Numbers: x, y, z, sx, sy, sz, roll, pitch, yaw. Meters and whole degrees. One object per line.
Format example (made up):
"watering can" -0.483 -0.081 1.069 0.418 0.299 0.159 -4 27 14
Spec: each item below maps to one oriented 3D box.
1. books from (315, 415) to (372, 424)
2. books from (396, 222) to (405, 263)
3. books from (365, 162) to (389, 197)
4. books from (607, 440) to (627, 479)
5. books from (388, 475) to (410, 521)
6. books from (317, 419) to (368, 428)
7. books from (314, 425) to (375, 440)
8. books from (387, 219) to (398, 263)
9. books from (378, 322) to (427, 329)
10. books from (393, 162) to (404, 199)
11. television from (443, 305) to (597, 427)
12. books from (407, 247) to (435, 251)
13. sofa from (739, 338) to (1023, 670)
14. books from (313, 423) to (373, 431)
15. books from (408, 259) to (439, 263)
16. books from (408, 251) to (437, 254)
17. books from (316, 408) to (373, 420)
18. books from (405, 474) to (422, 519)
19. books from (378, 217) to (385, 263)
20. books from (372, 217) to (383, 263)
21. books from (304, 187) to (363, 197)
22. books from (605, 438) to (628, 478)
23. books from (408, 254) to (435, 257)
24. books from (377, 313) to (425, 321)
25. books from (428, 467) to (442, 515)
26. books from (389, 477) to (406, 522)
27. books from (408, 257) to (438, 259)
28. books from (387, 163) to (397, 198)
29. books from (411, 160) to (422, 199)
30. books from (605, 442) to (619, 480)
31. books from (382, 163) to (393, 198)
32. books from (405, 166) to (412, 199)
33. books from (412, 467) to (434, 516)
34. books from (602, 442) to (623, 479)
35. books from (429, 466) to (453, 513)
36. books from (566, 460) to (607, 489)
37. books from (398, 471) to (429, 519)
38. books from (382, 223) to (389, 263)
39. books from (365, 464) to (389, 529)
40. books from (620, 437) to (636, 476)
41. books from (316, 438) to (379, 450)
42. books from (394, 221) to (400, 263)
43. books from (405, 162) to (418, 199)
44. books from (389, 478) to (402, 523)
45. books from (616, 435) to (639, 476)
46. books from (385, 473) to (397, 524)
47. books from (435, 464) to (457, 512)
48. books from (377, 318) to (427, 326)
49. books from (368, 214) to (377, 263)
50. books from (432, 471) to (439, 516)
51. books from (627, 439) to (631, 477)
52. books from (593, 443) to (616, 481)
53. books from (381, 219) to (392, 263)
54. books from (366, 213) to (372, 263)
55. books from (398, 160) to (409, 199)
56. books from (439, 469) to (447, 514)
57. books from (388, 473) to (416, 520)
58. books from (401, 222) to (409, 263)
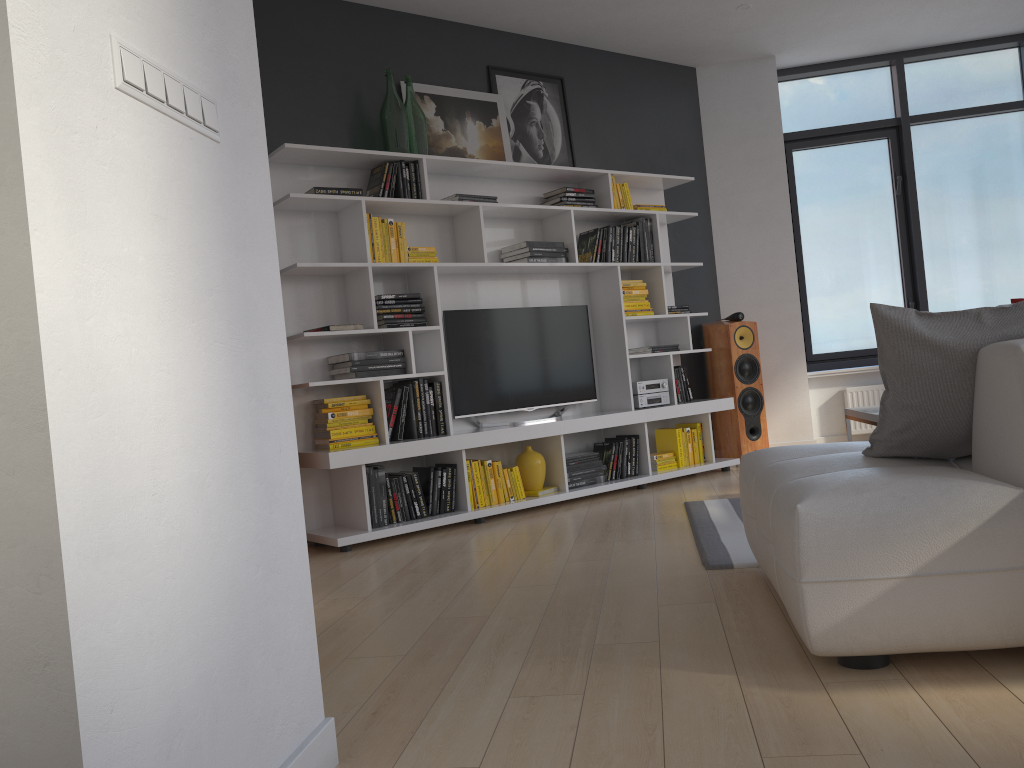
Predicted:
"books" -0.899 0.189 4.708 0.251 0.019 0.180 -6 0 -36
"books" -0.656 -0.764 4.920 0.024 0.234 0.172 -6 0 -36
"books" -0.746 -1.096 4.875 0.096 0.213 0.166 -6 0 -38
"books" 0.663 0.480 5.648 0.069 0.242 0.172 -6 0 -35
"books" -0.614 0.607 4.718 0.050 0.242 0.169 -6 0 -37
"books" -0.896 0.210 4.686 0.228 0.024 0.152 -6 0 -32
"books" -0.885 0.257 4.699 0.255 0.044 0.198 -6 0 -36
"books" -0.701 -0.768 4.890 0.035 0.250 0.185 -6 0 -36
"books" -0.628 -0.311 4.889 0.263 0.026 0.189 -6 0 -38
"books" -0.655 -1.107 4.935 0.021 0.221 0.156 -6 0 -36
"television" 0.074 -0.118 5.455 1.102 0.704 0.207 -6 0 -36
"books" -0.549 -0.747 5.000 0.186 0.026 0.138 -6 0 -36
"sofa" 2.496 0.127 3.019 3.424 0.732 2.614 -6 0 9
"books" -0.899 0.228 4.709 0.263 0.015 0.198 -6 0 -33
"books" -0.532 -0.676 4.991 0.190 0.033 0.147 -6 0 -36
"books" -0.536 -0.728 4.992 0.187 0.014 0.134 -6 0 -36
"books" -0.892 0.161 4.713 0.250 0.035 0.185 -6 0 -33
"books" -0.569 0.603 4.755 0.066 0.242 0.177 -6 0 -37
"books" -0.758 -0.767 4.854 0.015 0.263 0.199 -6 0 -36
"books" -0.781 -0.762 4.834 0.044 0.255 0.198 -6 0 -36
"books" -0.954 -0.992 4.696 0.268 0.046 0.208 -6 0 -33
"books" 0.665 0.472 5.682 0.075 0.254 0.192 -6 0 -37
"books" -0.531 -0.713 4.976 0.169 0.018 0.113 -6 0 -35
"books" -0.650 -0.362 4.902 0.266 0.030 0.209 -6 0 -38
"books" -0.452 0.585 4.868 0.075 0.254 0.192 -6 0 -37
"books" -0.636 0.613 4.711 0.049 0.236 0.170 -6 0 -36
"books" -0.536 -0.699 4.995 0.196 0.011 0.148 -6 0 -36
"books" -0.693 -1.101 4.905 0.074 0.212 0.154 -6 0 -37
"books" -0.567 -1.123 4.993 0.019 0.230 0.174 -6 0 -36
"books" 0.595 0.490 5.630 0.096 0.234 0.187 -6 0 -36
"books" -0.723 -1.097 4.898 0.087 0.214 0.171 -6 0 -36
"books" -0.615 -1.103 4.964 0.021 0.200 0.147 -6 0 -36
"books" -0.491 0.586 4.843 0.066 0.260 0.197 -6 0 -36
"books" 0.628 0.486 5.637 0.081 0.233 0.169 -6 0 -37
"books" -0.399 0.581 4.905 0.084 0.249 0.191 -6 0 -36
"books" 0.375 0.559 5.496 0.343 0.137 0.277 -6 0 -41
"books" -0.544 0.596 4.779 0.083 0.249 0.191 -6 0 -36
"books" -0.729 -0.752 4.848 0.024 0.229 0.156 -6 0 -37
"books" -0.766 0.587 4.637 0.128 0.321 0.259 -6 0 -36
"books" 0.718 0.469 5.719 0.084 0.249 0.191 -6 0 -36
"books" -0.869 0.317 4.689 0.270 0.029 0.204 -6 0 -31
"books" -0.678 -0.764 4.909 0.023 0.239 0.169 -6 0 -36
"books" -0.593 -1.113 4.982 0.038 0.218 0.169 -6 0 -36
"books" -0.659 0.615 4.702 0.053 0.240 0.189 -6 0 -36
"books" 0.744 0.461 5.740 0.066 0.260 0.197 -6 0 -36
"books" -0.689 0.602 4.686 0.053 0.268 0.202 -6 0 -37
"books" -0.373 0.574 4.926 0.066 0.260 0.197 -6 0 -36
"books" -0.631 -0.336 4.891 0.270 0.025 0.189 -6 0 -37
"books" -0.807 -0.767 4.810 0.025 0.270 0.213 -6 0 -36
"books" -0.456 0.593 4.833 0.069 0.242 0.172 -6 0 -35
"books" 0.691 0.476 5.693 0.068 0.243 0.179 -6 0 -38
"books" 0.571 0.492 5.606 0.104 0.234 0.182 -6 0 -36
"books" -0.724 -0.766 4.876 0.019 0.251 0.180 -6 0 -36
"books" -0.823 -0.765 4.787 0.029 0.270 0.204 -6 0 -36
"books" -0.639 -1.115 4.953 0.025 0.232 0.176 -6 0 -36
"books" -0.423 0.587 4.873 0.071 0.243 0.179 -6 0 -37
"books" -0.598 0.600 4.744 0.066 0.255 0.193 -6 0 -37
"books" -0.638 -0.766 4.939 0.024 0.234 0.172 -6 0 -36
